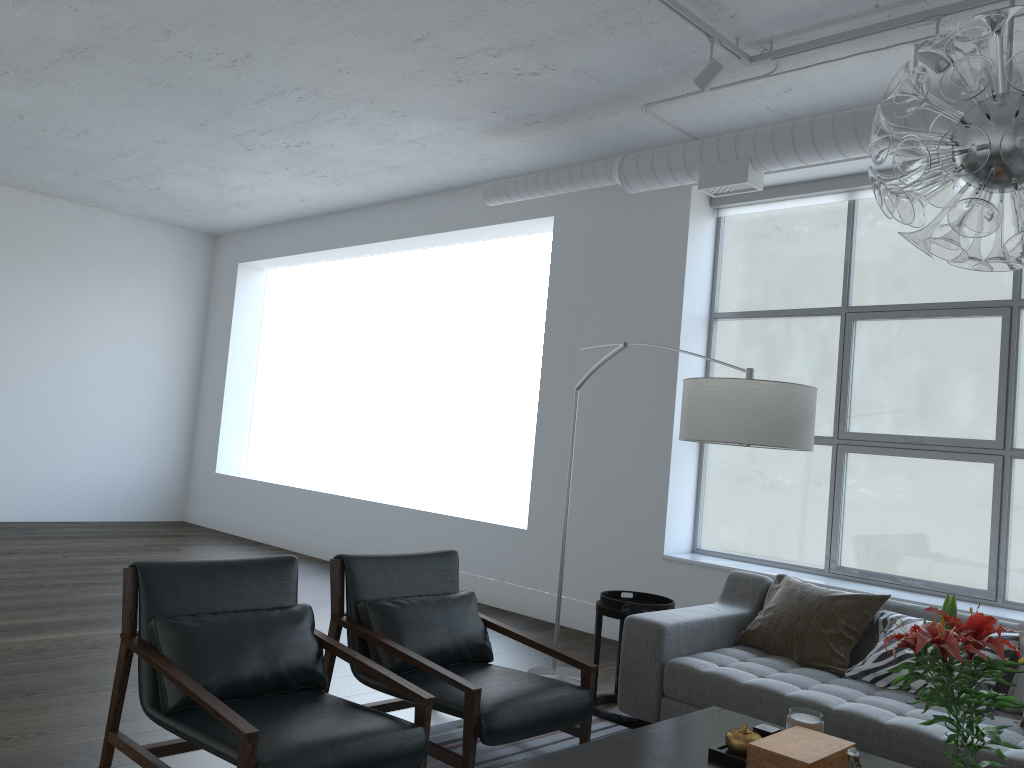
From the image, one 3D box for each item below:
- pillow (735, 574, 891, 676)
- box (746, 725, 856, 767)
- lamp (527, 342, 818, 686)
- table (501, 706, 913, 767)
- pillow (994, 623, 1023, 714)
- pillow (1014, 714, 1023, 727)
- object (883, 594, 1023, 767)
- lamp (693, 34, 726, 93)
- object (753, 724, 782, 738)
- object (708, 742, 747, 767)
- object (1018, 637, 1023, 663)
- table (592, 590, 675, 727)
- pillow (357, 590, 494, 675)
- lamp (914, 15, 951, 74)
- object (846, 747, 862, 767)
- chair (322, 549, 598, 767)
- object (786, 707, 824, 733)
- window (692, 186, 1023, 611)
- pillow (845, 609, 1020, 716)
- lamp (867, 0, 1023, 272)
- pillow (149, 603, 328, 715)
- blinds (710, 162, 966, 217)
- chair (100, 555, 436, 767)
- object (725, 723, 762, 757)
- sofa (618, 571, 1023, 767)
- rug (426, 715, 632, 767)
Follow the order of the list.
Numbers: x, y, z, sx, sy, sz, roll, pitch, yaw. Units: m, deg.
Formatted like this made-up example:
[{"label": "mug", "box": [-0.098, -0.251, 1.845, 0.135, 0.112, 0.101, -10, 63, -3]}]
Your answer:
[{"label": "pillow", "box": [1.272, 1.027, 3.831, 0.298, 0.338, 0.597, 8, -5, -36]}, {"label": "box", "box": [0.751, 0.980, 2.303, 0.169, 0.093, 0.294, 2, -5, 44]}, {"label": "lamp", "box": [0.554, 0.631, 3.748, 0.432, 1.738, 2.162, 6, -4, -12]}, {"label": "table", "box": [0.687, 1.198, 1.969, 1.362, 0.394, 1.306, 2, -5, 44]}, {"label": "pillow", "box": [2.060, 1.056, 3.066, 0.663, 0.318, 0.254, 1, -5, 45]}, {"label": "pillow", "box": [1.995, 1.015, 2.899, 0.271, 0.340, 0.576, 8, -5, -42]}, {"label": "object", "box": [0.920, 0.733, 1.844, 0.275, 0.558, 0.284, 5, -4, 6]}, {"label": "lamp", "box": [0.919, -1.486, 4.092, 0.154, 0.285, 0.095, 2, -5, 37]}, {"label": "object", "box": [0.711, 0.989, 2.477, 0.058, 0.055, 0.058, 2, -5, 44]}, {"label": "object", "box": [0.655, 1.017, 2.450, 0.130, 0.023, 0.214, 2, -5, 44]}, {"label": "object", "box": [1.255, 0.822, 2.083, 0.121, 0.470, 0.120, 7, -4, -30]}, {"label": "table", "box": [0.564, 1.265, 4.132, 0.379, 0.536, 0.379, 7, -4, -28]}, {"label": "pillow", "box": [-0.342, 1.026, 3.660, 0.246, 0.293, 0.612, 2, -5, 44]}, {"label": "lamp", "box": [1.770, -1.435, 3.717, 0.087, 0.285, 0.154, 8, -5, -37]}, {"label": "object", "box": [0.631, 0.828, 1.662, 0.143, 0.288, 0.143, 4, -4, 16]}, {"label": "chair", "box": [-0.210, 1.076, 3.517, 0.983, 0.698, 0.678, 2, -5, 44]}, {"label": "object", "box": [0.824, 0.989, 2.515, 0.117, 0.116, 0.106, 3, -4, 24]}, {"label": "window", "box": [2.910, -0.023, 4.241, 4.566, 2.340, 0.107, 2, -5, 44]}, {"label": "pillow", "box": [1.620, 1.064, 3.428, 0.578, 0.283, 0.346, 1, -5, 44]}, {"label": "lamp", "box": [1.116, -1.020, 1.961, 0.552, 1.546, 0.552, 3, -4, 32]}, {"label": "pillow", "box": [-0.924, 0.936, 3.058, 0.246, 0.293, 0.612, 2, -5, 44]}, {"label": "blinds", "box": [2.627, -1.135, 4.590, 3.613, 0.130, 0.086, 2, -5, 44]}, {"label": "chair", "box": [-0.792, 0.986, 2.915, 0.983, 0.698, 0.678, 2, -5, 44]}, {"label": "object", "box": [0.638, 0.968, 2.430, 0.103, 0.077, 0.103, 4, -4, 16]}, {"label": "sofa", "box": [1.687, 1.228, 3.159, 2.541, 0.684, 0.991, 2, -5, 44]}, {"label": "rug", "box": [0.579, 1.389, 1.916, 3.760, 0.012, 2.735, 2, -5, 44]}]
